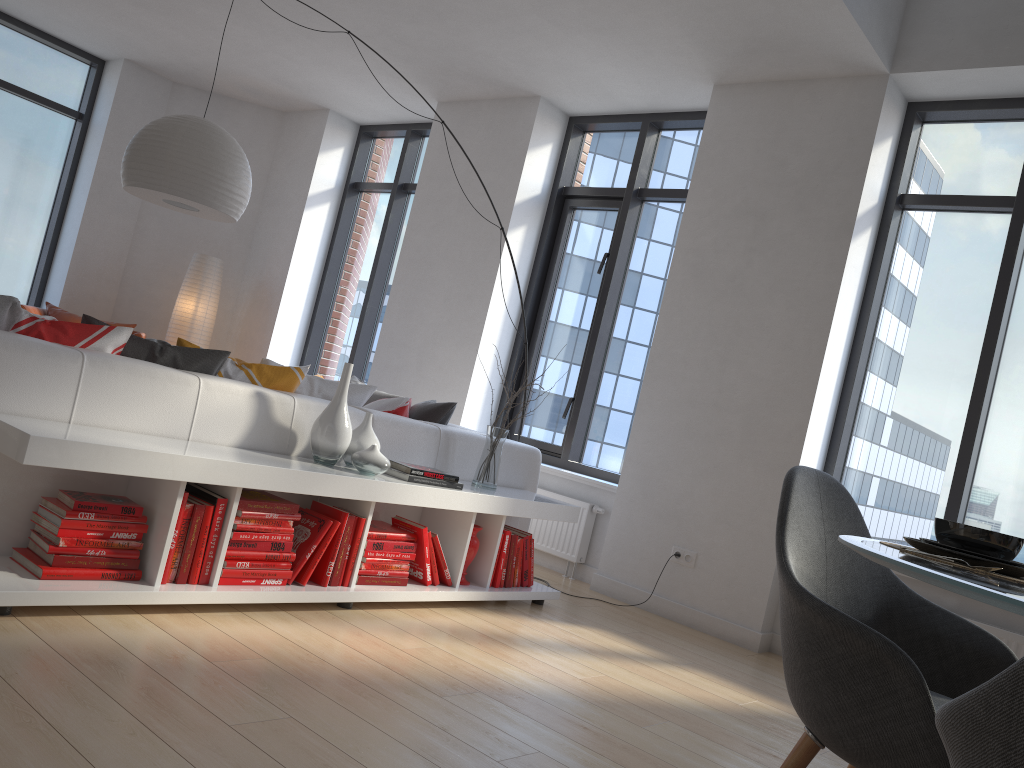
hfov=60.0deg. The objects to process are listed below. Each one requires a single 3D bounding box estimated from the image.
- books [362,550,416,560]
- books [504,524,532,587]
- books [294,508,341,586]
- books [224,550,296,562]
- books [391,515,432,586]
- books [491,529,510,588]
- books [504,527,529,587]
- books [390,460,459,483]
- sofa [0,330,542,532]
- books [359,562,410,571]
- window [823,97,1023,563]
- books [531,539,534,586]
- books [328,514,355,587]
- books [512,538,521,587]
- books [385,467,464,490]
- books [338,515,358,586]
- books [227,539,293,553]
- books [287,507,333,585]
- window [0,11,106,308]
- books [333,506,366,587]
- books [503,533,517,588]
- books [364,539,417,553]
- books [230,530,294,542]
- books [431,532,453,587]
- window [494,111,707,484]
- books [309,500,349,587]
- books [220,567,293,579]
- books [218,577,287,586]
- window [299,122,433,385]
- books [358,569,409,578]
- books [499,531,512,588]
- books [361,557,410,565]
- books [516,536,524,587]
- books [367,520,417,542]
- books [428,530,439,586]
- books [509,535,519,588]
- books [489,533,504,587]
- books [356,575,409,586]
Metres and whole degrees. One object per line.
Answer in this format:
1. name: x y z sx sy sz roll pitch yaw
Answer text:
1. books: -0.546 0.664 3.568 0.191 0.027 0.261 12 -3 44
2. books: 0.015 0.820 4.248 0.198 0.255 0.116 12 -3 40
3. books: -0.760 0.598 3.269 0.192 0.245 0.115 12 -3 40
4. books: -0.946 0.573 3.101 0.227 0.032 0.301 12 -3 40
5. books: -0.421 0.697 3.713 0.192 0.248 0.134 12 -3 40
6. books: -0.112 0.775 4.064 0.198 0.268 0.050 12 -3 40
7. books: -0.004 0.818 4.221 0.187 0.249 0.119 12 -3 40
8. books: -0.367 0.363 3.676 0.238 0.027 0.188 15 -3 -37
9. sofa: -1.903 0.185 4.183 2.614 0.732 3.424 12 -3 40
10. books: -0.565 0.709 3.564 0.182 0.025 0.257 12 -3 40
11. window: 2.390 -0.235 4.381 1.310 2.402 0.170 12 -3 40
12. books: 0.031 0.838 4.275 0.173 0.230 0.103 12 -3 40
13. books: -0.707 0.603 3.357 0.215 0.270 0.038 12 -3 40
14. books: -0.037 0.817 4.165 0.165 0.230 0.081 12 -3 40
15. books: -0.391 0.385 3.691 0.245 0.026 0.300 12 -3 45
16. books: -0.682 0.613 3.375 0.188 0.266 0.028 12 -3 40
17. books: -0.942 0.537 3.098 0.206 0.039 0.279 12 -3 41
18. books: -0.790 0.589 3.242 0.188 0.247 0.144 12 -3 40
19. window: -4.458 -1.815 6.925 0.170 2.402 1.960 12 -3 40
20. books: -0.653 0.618 3.386 0.181 0.269 0.028 12 -3 40
21. books: -0.078 0.795 4.119 0.199 0.252 0.076 12 -3 40
22. books: -0.552 0.629 3.578 0.206 0.039 0.279 12 -3 39
23. books: -0.923 0.507 3.087 0.191 0.027 0.261 12 -3 36
24. books: -0.356 0.731 3.787 0.188 0.223 0.186 12 -3 40
25. window: 0.662 -0.602 5.854 1.310 2.402 0.170 12 -3 40
26. books: -0.717 0.594 3.318 0.199 0.282 0.046 12 -3 40
27. books: -0.930 0.632 3.072 0.188 0.030 0.282 12 -3 41
28. books: -0.952 0.656 3.080 0.200 0.029 0.274 12 -3 40
29. window: -1.066 -0.969 7.328 1.310 2.402 0.170 12 -3 40
30. books: -0.572 0.733 3.550 0.187 0.026 0.266 12 -3 45
31. books: -0.092 0.786 4.087 0.185 0.262 0.056 12 -3 40
32. books: -0.555 0.687 3.558 0.178 0.023 0.236 12 -3 40
33. books: -0.024 0.820 4.186 0.178 0.233 0.083 12 -3 40
34. books: -0.566 0.589 3.590 0.227 0.032 0.301 12 -3 40
35. books: -0.389 0.715 3.745 0.171 0.232 0.148 12 -3 41
36. books: -0.053 0.805 4.135 0.175 0.247 0.066 12 -3 40
37. books: -0.131 0.778 4.031 0.168 0.250 0.026 12 -3 40
38. books: -0.580 0.762 3.562 0.206 0.034 0.259 12 -3 43
